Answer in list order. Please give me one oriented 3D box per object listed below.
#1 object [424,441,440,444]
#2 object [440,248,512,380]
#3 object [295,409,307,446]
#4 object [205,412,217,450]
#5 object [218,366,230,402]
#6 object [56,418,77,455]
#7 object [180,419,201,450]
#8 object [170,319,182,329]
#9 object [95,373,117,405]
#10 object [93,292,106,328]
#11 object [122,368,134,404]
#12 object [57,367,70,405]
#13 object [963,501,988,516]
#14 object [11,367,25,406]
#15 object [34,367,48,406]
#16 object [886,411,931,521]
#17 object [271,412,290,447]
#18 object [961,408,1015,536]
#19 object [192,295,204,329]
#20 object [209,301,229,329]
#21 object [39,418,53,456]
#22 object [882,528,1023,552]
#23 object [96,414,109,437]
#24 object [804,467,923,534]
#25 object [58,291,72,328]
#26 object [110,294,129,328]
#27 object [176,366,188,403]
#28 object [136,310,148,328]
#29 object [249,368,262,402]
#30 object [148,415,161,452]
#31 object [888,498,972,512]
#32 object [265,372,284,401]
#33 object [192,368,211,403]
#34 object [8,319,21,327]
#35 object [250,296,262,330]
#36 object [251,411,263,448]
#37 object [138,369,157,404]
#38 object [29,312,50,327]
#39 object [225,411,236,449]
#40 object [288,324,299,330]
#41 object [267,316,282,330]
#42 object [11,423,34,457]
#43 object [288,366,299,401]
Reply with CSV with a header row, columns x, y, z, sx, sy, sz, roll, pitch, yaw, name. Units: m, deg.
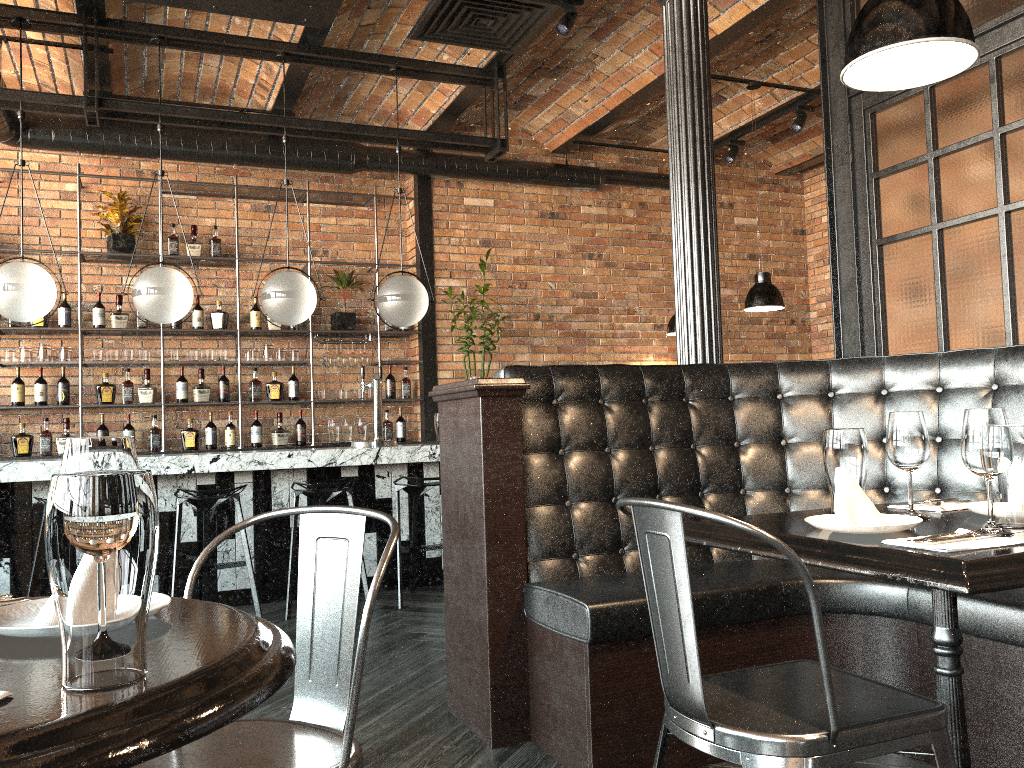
x,y,z,sx,sy,sz,roll,pitch,yaw,name
-0.399,0.392,5.992,0.273,0.019,0.437,-1,-3,-23,object
-0.276,-0.314,7.343,0.584,1.546,0.673,-3,-3,16,object
-1.736,0.359,7.293,0.086,0.299,0.086,-3,-3,26,object
-2.386,0.370,7.031,0.086,0.298,0.086,-3,-3,26,object
-2.301,0.004,7.079,0.086,0.299,0.086,-3,-3,26,object
-3.318,0.391,6.610,0.123,0.279,0.123,-2,-3,-9,object
-2.522,0.396,6.957,0.151,0.248,0.094,-1,-3,-14,object
-2.641,-0.562,6.972,0.086,0.299,0.086,-3,-3,26,object
-3.088,0.041,6.742,0.151,0.248,0.094,0,-3,-34,object
-3.148,-0.554,6.763,0.086,0.298,0.086,-3,-3,26,object
-2.947,0.021,6.804,0.083,0.282,0.083,-1,-3,-23,object
-3.357,0.019,6.635,0.086,0.297,0.086,-3,-3,26,object
1.163,0.235,2.036,0.232,0.139,0.232,-3,-3,25,object
-3.632,0.024,6.523,0.086,0.299,0.086,-3,-3,26,object
-3.507,0.022,6.603,0.086,0.298,0.086,-3,-3,26,object
0.902,0.184,2.014,0.092,0.244,0.092,-2,-3,-6,object
-1.886,0.371,7.211,0.123,0.279,0.123,0,-3,-34,object
0.932,0.170,1.735,0.092,0.244,0.092,0,-4,-40,object
-2.500,-0.562,7.061,0.086,0.298,0.086,-3,-3,26,object
-2.340,-0.539,7.092,0.151,0.248,0.094,-2,-3,6,object
-3.451,0.391,6.569,0.083,0.282,0.083,-1,-3,-23,object
0.829,0.282,1.629,0.255,0.019,0.157,-1,-3,-22,object
-3.089,0.377,6.694,0.086,0.297,0.086,-2,-3,11,object
0.738,0.242,1.873,0.232,0.139,0.232,-3,-3,26,object
-3.367,-0.550,6.678,0.086,0.298,0.086,-3,-3,26,object
-3.010,-0.546,6.798,0.123,0.279,0.123,0,-3,-34,object
-2.589,0.008,6.963,0.086,0.298,0.086,-3,-3,26,object
-2.867,-0.550,6.873,0.083,0.282,0.083,-1,-3,-23,object
-2.076,0.009,7.169,0.083,0.282,0.083,0,-3,-38,object
-2.763,0.381,6.858,0.083,0.282,0.083,0,-3,-38,object
1.066,0.303,2.239,0.255,0.019,0.157,-1,-3,-27,object
-1.934,0.025,7.227,0.151,0.248,0.094,-1,-3,-14,object
-2.450,0.016,6.997,0.123,0.279,0.123,0,-3,-34,object
-3.668,-0.539,6.537,0.083,0.282,0.083,0,-3,-38,object
-2.082,-0.568,7.209,0.086,0.299,0.086,-3,-3,26,object
-2.061,0.364,7.161,0.086,0.298,0.086,-3,-3,26,object
-2.814,0.021,6.844,0.123,0.279,0.123,-2,-3,-9,object
-3.519,-0.523,6.597,0.151,0.248,0.094,-1,-3,-19,object
-2.247,0.368,7.075,0.080,0.299,0.080,-1,-3,-20,object
-1.806,-0.573,7.322,0.086,0.297,0.086,-3,-3,26,object
-1.938,-0.561,7.248,0.123,0.279,0.123,-1,-3,-14,object
-3.593,0.411,6.508,0.151,0.248,0.094,0,-3,-34,object
-1.798,-0.001,7.301,0.086,0.298,0.086,-3,-3,26,object
